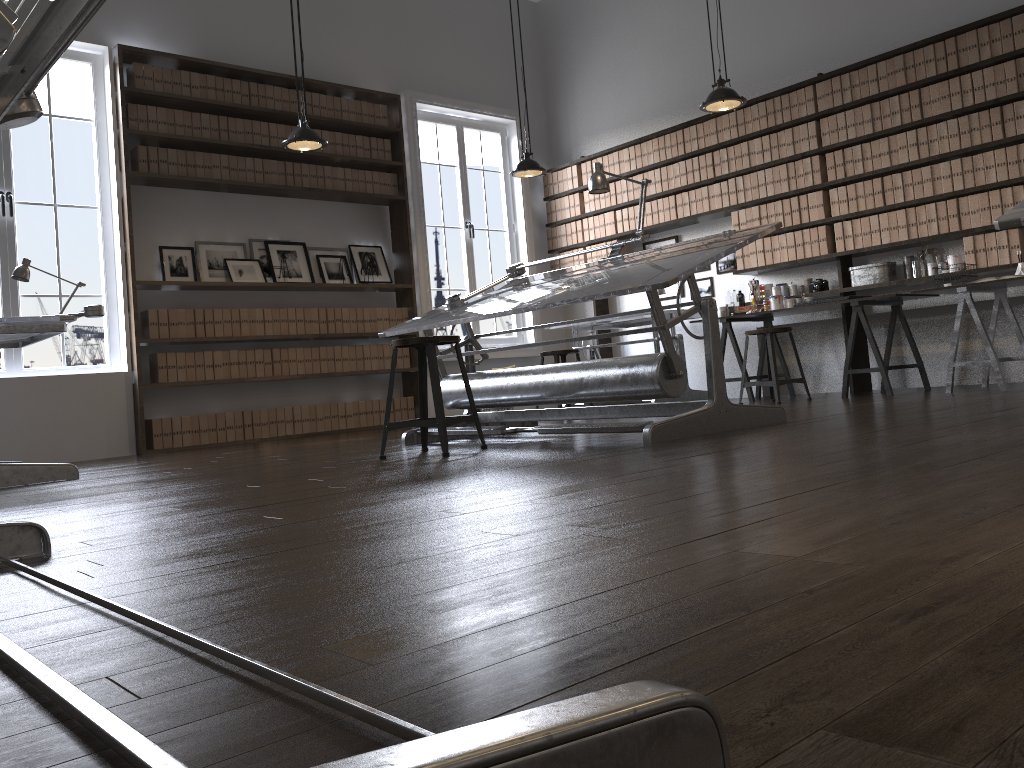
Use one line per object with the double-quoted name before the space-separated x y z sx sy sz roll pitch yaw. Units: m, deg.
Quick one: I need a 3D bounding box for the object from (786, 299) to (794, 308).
"object" 2.154 -0.608 6.851 0.062 0.094 0.061 -5 -2 -1

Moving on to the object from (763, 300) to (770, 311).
"object" 1.999 -0.600 6.949 0.049 0.112 0.049 -2 -4 -44

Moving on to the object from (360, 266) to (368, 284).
"object" -1.286 -0.942 7.701 0.066 0.166 0.040 -2 -4 -41

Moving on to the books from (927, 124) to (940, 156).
"books" 2.996 -1.696 6.216 0.174 0.226 0.066 -3 -3 -41

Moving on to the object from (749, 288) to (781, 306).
"object" 2.065 -0.709 7.127 0.345 0.146 0.076 -5 -2 -19

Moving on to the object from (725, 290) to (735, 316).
"object" 1.762 -0.642 7.162 0.068 0.230 0.069 -2 -4 -44

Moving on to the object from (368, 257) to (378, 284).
"object" -1.234 -0.995 7.836 0.111 0.262 0.040 -3 -4 -41

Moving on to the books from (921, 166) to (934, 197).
"books" 2.970 -1.415 6.247 0.175 0.226 0.066 -3 -3 -41

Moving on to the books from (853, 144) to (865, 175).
"books" 2.632 -1.665 6.627 0.174 0.226 0.066 -3 -3 -41

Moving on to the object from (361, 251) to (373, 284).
"object" -1.269 -1.013 7.771 0.118 0.305 0.040 -2 -4 -41

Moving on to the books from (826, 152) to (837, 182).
"books" 2.492 -1.653 6.796 0.175 0.226 0.066 -3 -3 -41

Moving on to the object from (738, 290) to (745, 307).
"object" 1.879 -0.652 7.264 0.068 0.230 0.069 -2 -4 -44

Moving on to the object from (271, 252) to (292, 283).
"object" -1.879 -0.942 7.208 0.175 0.261 0.040 -3 -3 -41

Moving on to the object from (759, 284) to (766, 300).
"object" 2.075 -0.755 7.354 0.051 0.140 0.050 -2 -4 -43

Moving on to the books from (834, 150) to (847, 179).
"books" 2.536 -1.657 6.736 0.175 0.226 0.066 -3 -3 -41

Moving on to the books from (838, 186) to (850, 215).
"books" 2.558 -1.380 6.721 0.175 0.226 0.066 -3 -3 -41

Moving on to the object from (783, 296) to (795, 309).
"object" 2.183 -0.624 6.960 0.094 0.128 0.094 -3 -2 -37

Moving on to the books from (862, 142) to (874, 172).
"books" 2.682 -1.669 6.576 0.174 0.226 0.066 -3 -3 -41

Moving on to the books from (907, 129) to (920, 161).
"books" 2.900 -1.687 6.317 0.175 0.226 0.066 -3 -3 -41

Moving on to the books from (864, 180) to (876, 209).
"books" 2.695 -1.391 6.574 0.175 0.226 0.066 -3 -3 -41

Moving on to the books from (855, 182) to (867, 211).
"books" 2.650 -1.388 6.622 0.175 0.226 0.066 -3 -3 -41

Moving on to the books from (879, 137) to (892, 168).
"books" 2.768 -1.676 6.468 0.175 0.226 0.066 -3 -3 -41

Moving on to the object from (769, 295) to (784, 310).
"object" 2.071 -0.620 6.926 0.104 0.142 0.104 -6 -3 41

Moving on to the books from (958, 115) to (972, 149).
"books" 3.130 -1.707 6.050 0.175 0.226 0.066 -3 -3 -41

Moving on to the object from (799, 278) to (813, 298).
"object" 2.340 -0.756 7.026 0.107 0.162 0.236 -5 -1 15

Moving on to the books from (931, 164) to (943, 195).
"books" 3.017 -1.419 6.200 0.175 0.226 0.066 -3 -3 -41

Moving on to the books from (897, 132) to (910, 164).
"books" 2.854 -1.684 6.373 0.175 0.226 0.066 -3 -3 -41

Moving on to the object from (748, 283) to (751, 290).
"object" 1.928 -0.722 7.089 0.008 0.187 0.071 -2 -4 -40

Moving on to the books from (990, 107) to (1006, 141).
"books" 3.264 -1.718 5.898 0.175 0.226 0.066 -3 -3 -41

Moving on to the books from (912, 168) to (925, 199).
"books" 2.930 -1.411 6.302 0.175 0.226 0.066 -3 -3 -41

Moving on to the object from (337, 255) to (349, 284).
"object" -1.452 -0.976 7.597 0.124 0.261 0.040 -3 -4 -41

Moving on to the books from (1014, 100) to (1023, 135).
"books" 3.360 -1.726 5.789 0.174 0.226 0.066 -3 -3 -41

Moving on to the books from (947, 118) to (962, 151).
"books" 3.083 -1.703 6.104 0.175 0.226 0.066 -3 -3 -41

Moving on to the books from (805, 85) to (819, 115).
"books" 2.370 -2.198 6.902 0.175 0.226 0.066 -3 -3 -41

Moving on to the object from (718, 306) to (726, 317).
"object" 1.711 -0.576 7.202 0.068 0.105 0.068 -3 -3 -36

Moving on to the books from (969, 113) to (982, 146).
"books" 3.175 -1.711 6.005 0.175 0.226 0.066 -3 -3 -41

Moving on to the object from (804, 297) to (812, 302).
"object" 2.290 -0.620 6.835 0.062 0.094 0.062 -5 -2 8

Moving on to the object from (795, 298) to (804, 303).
"object" 2.223 -0.614 6.838 0.062 0.093 0.063 -5 -2 8

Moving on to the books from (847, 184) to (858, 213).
"books" 2.605 -1.384 6.667 0.175 0.226 0.066 -3 -3 -41

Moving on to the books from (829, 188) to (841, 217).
"books" 2.514 -1.376 6.778 0.174 0.226 0.066 -3 -3 -41

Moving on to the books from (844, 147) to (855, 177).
"books" 2.589 -1.661 6.683 0.175 0.226 0.066 -3 -3 -41

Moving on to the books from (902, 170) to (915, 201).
"books" 2.884 -1.408 6.355 0.174 0.226 0.066 -3 -3 -41

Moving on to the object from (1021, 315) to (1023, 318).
"object" 1.985 -0.071 3.065 0.353 0.379 0.352 -4 -2 -19

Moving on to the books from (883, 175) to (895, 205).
"books" 2.792 -1.400 6.462 0.175 0.226 0.066 -3 -3 -41

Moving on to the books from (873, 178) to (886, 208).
"books" 2.739 -1.395 6.515 0.175 0.226 0.066 -3 -3 -41

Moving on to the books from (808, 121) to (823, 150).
"books" 2.390 -1.921 6.894 0.175 0.226 0.066 -3 -3 -41

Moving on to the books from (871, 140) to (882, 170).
"books" 2.728 -1.673 6.523 0.175 0.226 0.066 -3 -3 -41

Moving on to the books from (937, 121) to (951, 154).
"books" 3.039 -1.699 6.161 0.174 0.226 0.066 -3 -3 -41

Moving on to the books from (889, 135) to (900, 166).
"books" 2.815 -1.680 6.421 0.175 0.226 0.066 -3 -3 -41

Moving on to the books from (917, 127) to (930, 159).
"books" 2.949 -1.692 6.267 0.175 0.226 0.066 -3 -3 -41

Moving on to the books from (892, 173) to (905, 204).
"books" 2.835 -1.403 6.406 0.174 0.226 0.066 -3 -3 -41

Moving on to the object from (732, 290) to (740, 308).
"object" 1.815 -0.651 7.209 0.068 0.238 0.069 -2 -4 -44

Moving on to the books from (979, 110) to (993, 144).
"books" 3.220 -1.714 5.957 0.175 0.226 0.066 -3 -3 -41

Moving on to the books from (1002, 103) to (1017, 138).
"books" 3.317 -1.723 5.845 0.175 0.226 0.066 -3 -3 -41
